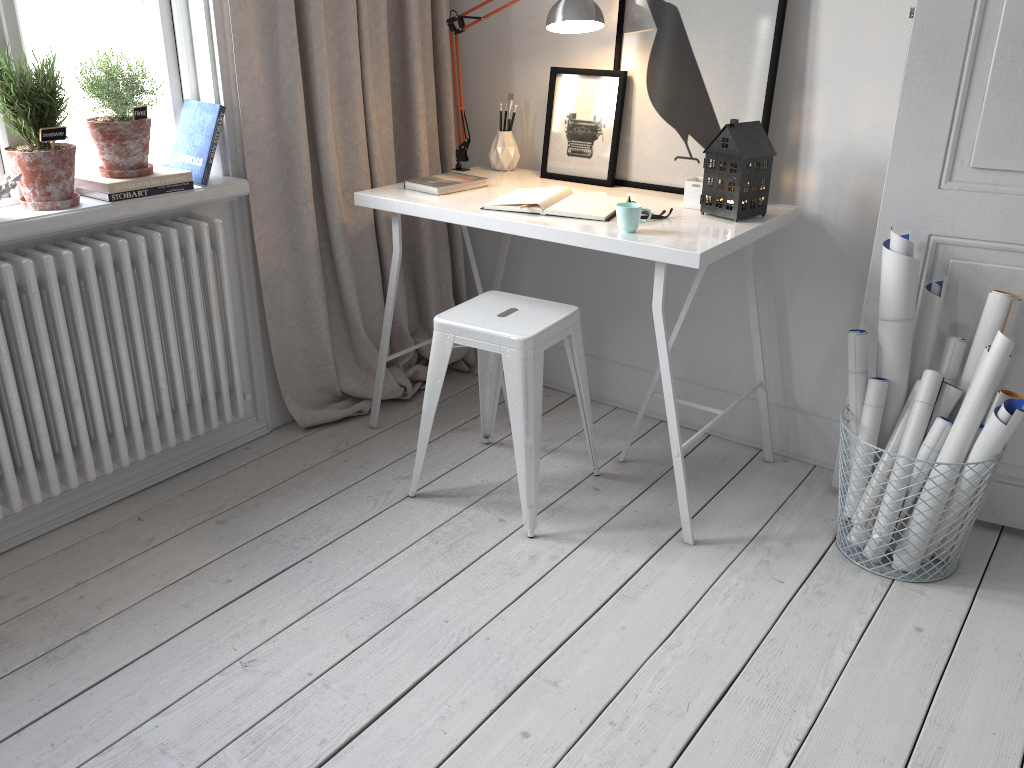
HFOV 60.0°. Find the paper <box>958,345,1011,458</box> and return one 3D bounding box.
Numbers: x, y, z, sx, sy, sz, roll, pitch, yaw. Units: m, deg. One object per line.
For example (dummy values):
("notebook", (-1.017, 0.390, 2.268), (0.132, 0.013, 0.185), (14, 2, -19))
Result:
("paper", (1.090, 0.171, 2.177), (0.153, 0.552, 0.060), (-3, 23, -8))

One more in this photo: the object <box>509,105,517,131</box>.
("object", (-0.010, -0.809, 2.909), (0.054, 0.207, 0.008), (8, 24, 17))

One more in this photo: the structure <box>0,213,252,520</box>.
("structure", (-1.121, -0.070, 2.281), (0.216, 0.599, 0.936), (16, 28, 32))

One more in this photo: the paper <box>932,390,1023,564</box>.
("paper", (1.126, 0.231, 2.157), (0.123, 0.464, 0.057), (4, 23, 7))

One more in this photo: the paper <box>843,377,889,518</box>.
("paper", (0.892, 0.163, 2.235), (0.047, 0.360, 0.129), (11, 25, 22))

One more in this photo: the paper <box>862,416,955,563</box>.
("paper", (1.002, 0.257, 2.187), (0.234, 0.389, 0.078), (-9, 25, -22))

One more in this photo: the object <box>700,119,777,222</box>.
("object", (0.587, -0.561, 2.302), (0.135, 0.248, 0.135), (-17, 29, -35))

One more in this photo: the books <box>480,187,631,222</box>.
("books", (0.122, -0.497, 2.416), (0.358, 0.029, 0.291), (10, 25, 20))

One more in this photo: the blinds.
("blinds", (-0.435, -1.168, 2.571), (0.225, 2.677, 0.832), (16, 28, 32))

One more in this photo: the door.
("door", (1.227, -0.718, 1.962), (0.678, 2.323, 0.034), (12, 26, 25))

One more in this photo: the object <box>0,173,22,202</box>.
("object", (-1.216, -0.437, 1.991), (0.186, 0.149, 0.212), (22, 31, 40))

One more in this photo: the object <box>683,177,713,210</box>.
("object", (0.517, -0.523, 2.432), (0.065, 0.073, 0.078), (14, 27, 29))

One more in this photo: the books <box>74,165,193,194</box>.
("books", (-0.987, -0.534, 2.311), (0.157, 0.025, 0.246), (18, 29, 35))

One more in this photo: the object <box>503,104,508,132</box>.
("object", (-0.027, -0.815, 2.925), (0.008, 0.207, 0.054), (10, 25, 21))

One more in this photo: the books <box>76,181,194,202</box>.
("books", (-0.988, -0.516, 2.327), (0.156, 0.022, 0.245), (19, 29, 36))

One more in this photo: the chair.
("chair", (-0.012, 0.049, 2.471), (0.407, 0.527, 0.410), (14, 27, 28))

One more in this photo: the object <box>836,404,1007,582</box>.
("object", (0.993, 0.266, 2.225), (0.375, 0.350, 0.374), (18, 28, 34))

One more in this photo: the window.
("window", (-1.213, -1.150, 1.911), (0.079, 1.535, 1.048), (16, 28, 32))

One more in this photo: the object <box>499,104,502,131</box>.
("object", (-0.037, -0.813, 2.918), (0.008, 0.207, 0.054), (1, 23, 1))

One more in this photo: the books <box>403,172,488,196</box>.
("books", (-0.197, -0.601, 2.657), (0.150, 0.024, 0.207), (20, 30, 38))

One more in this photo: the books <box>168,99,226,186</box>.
("books", (-0.868, -0.665, 2.435), (0.175, 0.210, 0.101), (19, 29, 36))

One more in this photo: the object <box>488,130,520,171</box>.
("object", (-0.026, -0.771, 2.927), (0.101, 0.126, 0.101), (17, 28, 32))

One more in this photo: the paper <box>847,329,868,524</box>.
("paper", (0.892, 0.134, 2.275), (0.046, 0.546, 0.166), (-12, 26, -28))

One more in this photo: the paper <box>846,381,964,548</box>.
("paper", (0.981, 0.206, 2.223), (0.253, 0.431, 0.054), (-7, 24, -17))

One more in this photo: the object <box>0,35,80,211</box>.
("object", (-1.116, -0.620, 2.075), (0.183, 0.410, 0.199), (-1, 23, -3))

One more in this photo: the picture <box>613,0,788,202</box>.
("picture", (0.503, -0.851, 2.512), (0.493, 0.613, 0.062), (17, 28, 33))

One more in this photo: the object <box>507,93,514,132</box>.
("object", (-0.011, -0.829, 2.915), (0.023, 0.239, 0.028), (15, 27, 30))

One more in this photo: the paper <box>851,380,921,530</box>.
("paper", (0.951, 0.177, 2.215), (0.239, 0.358, 0.047), (-18, 29, -36))

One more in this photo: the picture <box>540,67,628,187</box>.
("picture", (0.215, -0.787, 2.712), (0.261, 0.333, 0.062), (17, 28, 33))

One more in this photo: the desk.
("desk", (0.170, -0.167, 2.670), (1.163, 0.775, 0.641), (17, 28, 32))

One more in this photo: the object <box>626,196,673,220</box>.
("object", (0.340, -0.454, 2.304), (0.133, 0.047, 0.114), (10, 25, 22))

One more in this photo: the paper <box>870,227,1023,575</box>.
("paper", (1.014, 0.052, 2.158), (0.181, 0.792, 0.431), (-4, 24, -10))

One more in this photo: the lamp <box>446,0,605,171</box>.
("lamp", (0.004, -0.913, 2.661), (0.568, 0.744, 0.165), (14, 27, 28))

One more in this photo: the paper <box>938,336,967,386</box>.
("paper", (1.054, 0.152, 2.250), (0.047, 0.541, 0.200), (19, 29, 36))

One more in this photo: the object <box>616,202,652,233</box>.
("object", (0.290, -0.402, 2.157), (0.082, 0.065, 0.064), (16, 27, 31))

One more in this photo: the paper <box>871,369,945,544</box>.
("paper", (0.966, 0.178, 2.166), (0.049, 0.402, 0.244), (18, 29, 35))

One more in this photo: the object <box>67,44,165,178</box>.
("object", (-0.982, -0.691, 2.242), (0.220, 0.317, 0.211), (-6, 24, -15))

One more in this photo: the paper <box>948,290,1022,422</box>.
("paper", (1.127, 0.096, 2.215), (0.181, 0.668, 0.073), (-13, 27, -29))
